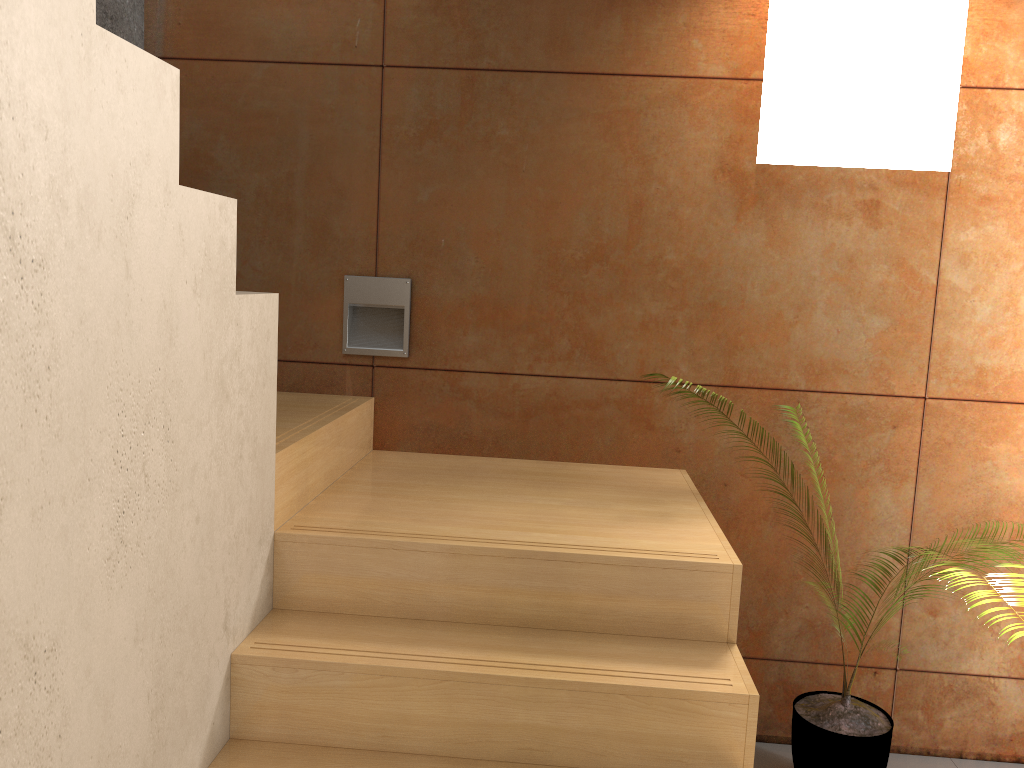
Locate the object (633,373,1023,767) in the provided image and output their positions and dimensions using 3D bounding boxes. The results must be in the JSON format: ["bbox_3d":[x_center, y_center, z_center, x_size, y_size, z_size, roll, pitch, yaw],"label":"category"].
[{"bbox_3d":[0.408,0.985,0.103,4.200,1.455,6.200,3,7,4],"label":"object"}]

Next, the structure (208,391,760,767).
[{"bbox_3d":[-0.398,0.741,1.846,1.950,1.110,2.400,3,7,4],"label":"structure"}]

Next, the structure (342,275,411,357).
[{"bbox_3d":[-0.446,-0.228,2.978,0.220,0.260,0.096,3,7,4],"label":"structure"}]
